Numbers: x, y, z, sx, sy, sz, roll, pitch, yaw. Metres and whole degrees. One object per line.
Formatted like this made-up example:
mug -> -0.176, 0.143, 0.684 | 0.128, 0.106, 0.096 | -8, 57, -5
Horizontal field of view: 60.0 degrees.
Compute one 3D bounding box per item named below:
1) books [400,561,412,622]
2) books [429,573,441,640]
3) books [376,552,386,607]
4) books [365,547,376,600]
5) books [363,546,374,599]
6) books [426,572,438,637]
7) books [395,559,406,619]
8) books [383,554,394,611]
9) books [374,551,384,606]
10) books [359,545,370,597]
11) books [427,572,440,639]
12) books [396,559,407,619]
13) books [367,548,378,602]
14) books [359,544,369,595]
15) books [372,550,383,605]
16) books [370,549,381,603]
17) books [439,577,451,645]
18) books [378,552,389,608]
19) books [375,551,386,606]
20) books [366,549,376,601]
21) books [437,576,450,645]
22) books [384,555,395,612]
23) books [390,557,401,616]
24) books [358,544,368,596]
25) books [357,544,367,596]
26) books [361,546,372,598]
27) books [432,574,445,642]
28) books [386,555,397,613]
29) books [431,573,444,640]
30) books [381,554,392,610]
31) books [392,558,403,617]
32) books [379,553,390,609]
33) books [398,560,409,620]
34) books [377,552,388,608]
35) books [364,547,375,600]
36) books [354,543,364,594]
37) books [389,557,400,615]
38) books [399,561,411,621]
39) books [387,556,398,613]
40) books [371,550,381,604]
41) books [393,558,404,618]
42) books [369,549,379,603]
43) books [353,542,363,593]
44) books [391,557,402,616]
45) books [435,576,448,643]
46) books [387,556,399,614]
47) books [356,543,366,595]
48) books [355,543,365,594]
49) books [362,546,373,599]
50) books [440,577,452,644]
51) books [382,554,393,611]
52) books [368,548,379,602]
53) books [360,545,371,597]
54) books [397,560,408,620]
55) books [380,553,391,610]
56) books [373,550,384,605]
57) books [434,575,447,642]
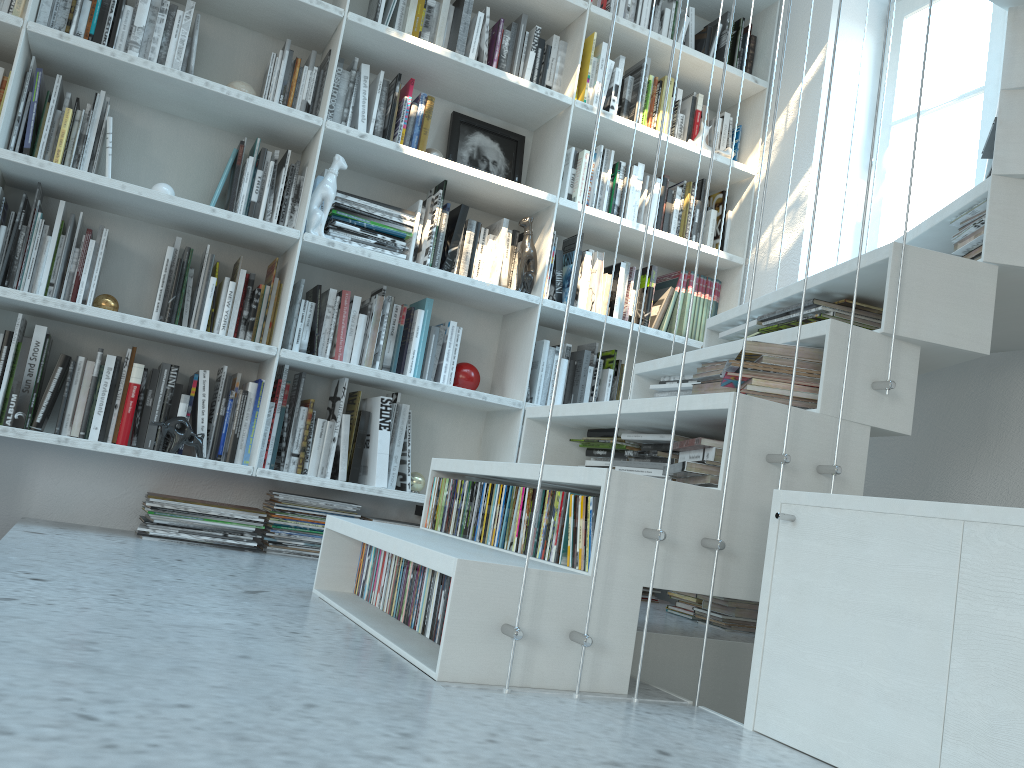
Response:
books -> -0.154, 0.421, 1.785 | 0.125, 0.125, 0.007 | 13, -8, -24
books -> -0.084, 0.412, 1.634 | 0.125, 0.125, 0.010 | 13, -8, -24
books -> -0.226, 0.431, 1.939 | 0.125, 0.125, 0.007 | 13, -8, -24
books -> -0.262, 0.435, 2.014 | 0.125, 0.125, 0.007 | 13, -8, -24
books -> -0.268, 0.436, 2.028 | 0.125, 0.125, 0.009 | 13, -8, -24
books -> -0.090, 0.413, 1.648 | 0.125, 0.125, 0.008 | 13, -8, -24
books -> -0.170, 0.423, 1.819 | 0.125, 0.125, 0.009 | 13, -8, -24
books -> -0.203, 0.428, 1.889 | 0.125, 0.125, 0.008 | 13, -8, -24
books -> -0.233, 0.432, 1.952 | 0.125, 0.125, 0.008 | 13, -8, -24
books -> -0.282, 0.438, 2.058 | 0.125, 0.125, 0.008 | 13, -8, -24
books -> -0.087, 0.413, 1.641 | 0.125, 0.125, 0.008 | 13, -8, -24
books -> -0.167, 0.423, 1.812 | 0.125, 0.125, 0.007 | 13, -8, -24
books -> -0.255, 0.435, 2.001 | 0.125, 0.125, 0.008 | 13, -8, -24
books -> -0.285, 0.438, 2.065 | 0.125, 0.125, 0.007 | 13, -8, -24
books -> -0.239, 0.432, 1.966 | 0.125, 0.125, 0.007 | 13, -8, -24
books -> -0.245, 0.433, 1.979 | 0.125, 0.125, 0.008 | 13, -8, -24
books -> -0.062, 0.409, 1.588 | 0.125, 0.125, 0.008 | 13, -8, -24
books -> -0.220, 0.430, 1.924 | 0.125, 0.125, 0.009 | 13, -8, -24
books -> -0.230, 0.431, 1.946 | 0.125, 0.125, 0.008 | 13, -8, -24
books -> -0.258, 0.435, 2.007 | 0.125, 0.125, 0.008 | 13, -8, -24
books -> -0.066, 0.410, 1.595 | 0.125, 0.125, 0.007 | 13, -8, -24
books -> -0.200, 0.427, 1.882 | 0.125, 0.125, 0.007 | 13, -8, -24
books -> -0.183, 0.425, 1.847 | 0.125, 0.125, 0.009 | 13, -8, -24
books -> -0.289, 0.439, 2.072 | 0.125, 0.125, 0.007 | 13, -8, -24
books -> -0.292, 0.439, 2.079 | 0.125, 0.125, 0.009 | 13, -8, -24
books -> -0.276, 0.437, 2.044 | 0.125, 0.125, 0.010 | 13, -8, -24
books -> -0.075, 0.411, 1.616 | 0.125, 0.125, 0.008 | 13, -8, -24
books -> -0.196, 0.427, 1.875 | 0.125, 0.125, 0.008 | 13, -8, -24
books -> -0.080, 0.412, 1.626 | 0.125, 0.125, 0.012 | 13, -8, -24
books -> -0.210, 0.429, 1.903 | 0.125, 0.125, 0.008 | 13, -8, -24
books -> -0.177, 0.424, 1.832 | 0.125, 0.125, 0.007 | 13, -8, -24
books -> -0.216, 0.429, 1.917 | 0.125, 0.125, 0.007 | 13, -8, -24
books -> -0.161, 0.422, 1.799 | 0.125, 0.125, 0.007 | 13, -8, -24
books -> -0.223, 0.430, 1.932 | 0.125, 0.125, 0.008 | 13, -8, -24
books -> -0.265, 0.436, 2.022 | 0.125, 0.125, 0.009 | 13, -8, -24
books -> -0.303, 0.441, 2.102 | 0.125, 0.125, 0.008 | 13, -8, -24
books -> -0.186, 0.426, 1.853 | 0.125, 0.125, 0.008 | 13, -8, -24
books -> -0.157, 0.422, 1.792 | 0.125, 0.125, 0.007 | 13, -8, -24
books -> -0.193, 0.426, 1.867 | 0.125, 0.125, 0.008 | 13, -8, -24
books -> -0.242, 0.433, 1.972 | 0.125, 0.125, 0.007 | 13, -8, -24
books -> -0.174, 0.424, 1.826 | 0.125, 0.125, 0.008 | 13, -8, -24
books -> -0.249, 0.434, 1.987 | 0.125, 0.125, 0.008 | 13, -8, -24
books -> -0.306, 0.441, 2.109 | 0.125, 0.125, 0.007 | 13, -8, -24
books -> -0.180, 0.425, 1.839 | 0.125, 0.125, 0.008 | 13, -8, -24
books -> -0.069, 0.410, 1.602 | 0.125, 0.125, 0.007 | 13, -8, -24
books -> -0.190, 0.426, 1.861 | 0.125, 0.125, 0.008 | 13, -8, -24
books -> -0.296, 0.440, 2.088 | 0.125, 0.125, 0.010 | 13, -8, -24
books -> -0.300, 0.440, 2.096 | 0.125, 0.125, 0.008 | 13, -8, -24
books -> -0.272, 0.437, 2.036 | 0.125, 0.125, 0.007 | 13, -8, -24
books -> -0.059, 0.409, 1.581 | 0.125, 0.125, 0.008 | 13, -8, -24
books -> -0.206, 0.428, 1.896 | 0.125, 0.125, 0.009 | 13, -8, -24
books -> -0.252, 0.434, 1.994 | 0.125, 0.125, 0.008 | 13, -8, -24
books -> -0.279, 0.438, 2.052 | 0.125, 0.125, 0.008 | 13, -8, -24
books -> -0.164, 0.423, 1.806 | 0.125, 0.125, 0.008 | 13, -8, -24
books -> -0.213, 0.429, 1.910 | 0.125, 0.125, 0.007 | 13, -8, -24
books -> -0.236, 0.432, 1.959 | 0.125, 0.125, 0.007 | 13, -8, -24
books -> -0.072, 0.411, 1.608 | 0.125, 0.125, 0.007 | 13, -8, -24
